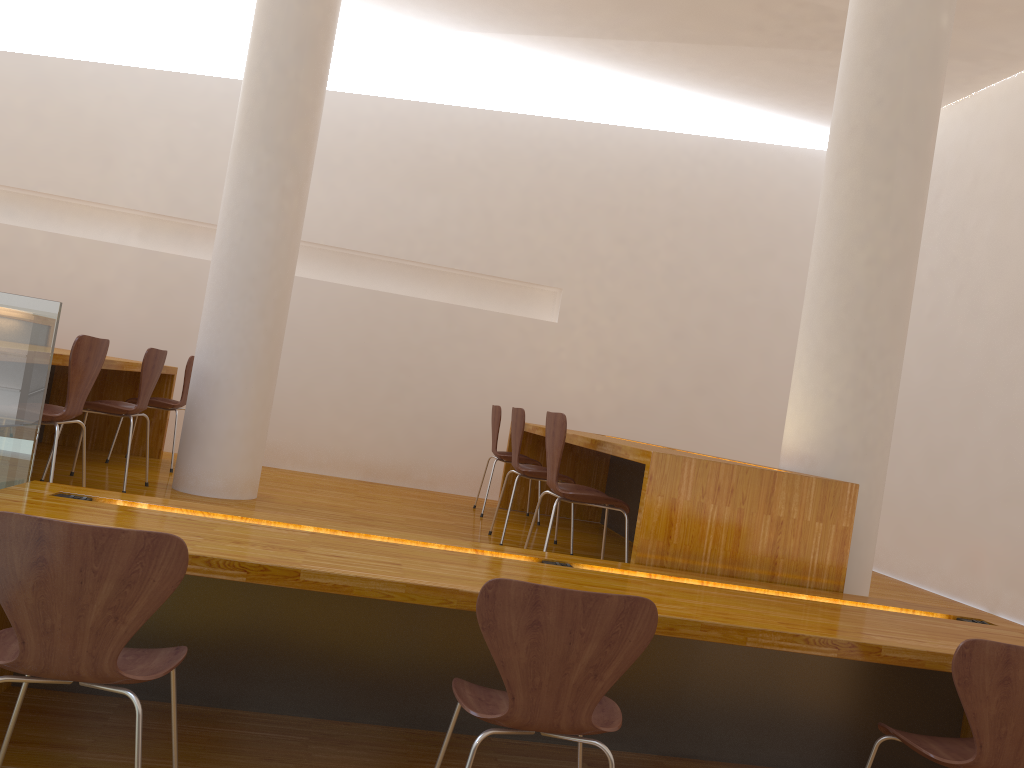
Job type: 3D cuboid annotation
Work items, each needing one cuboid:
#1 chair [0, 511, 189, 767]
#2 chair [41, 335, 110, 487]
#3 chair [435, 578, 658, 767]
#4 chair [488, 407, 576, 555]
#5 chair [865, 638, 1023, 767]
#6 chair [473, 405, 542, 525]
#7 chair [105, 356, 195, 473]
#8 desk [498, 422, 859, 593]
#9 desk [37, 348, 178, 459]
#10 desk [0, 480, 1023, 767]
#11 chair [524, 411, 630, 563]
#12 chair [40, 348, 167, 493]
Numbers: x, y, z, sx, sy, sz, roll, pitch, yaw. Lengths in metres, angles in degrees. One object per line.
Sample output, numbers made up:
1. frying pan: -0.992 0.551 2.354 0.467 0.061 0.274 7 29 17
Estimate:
1. chair: -0.900 0.610 1.871 0.428 0.693 0.381 9 -2 -8
2. chair: -1.785 0.137 3.292 0.381 0.693 0.428 9 -2 -8
3. chair: 0.048 0.768 2.013 0.428 0.693 0.381 9 -2 -8
4. chair: 0.143 0.491 4.563 0.381 0.693 0.428 9 -2 -8
5. chair: 1.134 0.951 2.215 0.428 0.693 0.381 9 -2 -8
6. chair: 0.013 0.506 5.675 0.381 0.693 0.428 9 -2 -8
7. chair: -2.136 0.147 5.353 0.381 0.693 0.428 9 -2 -8
8. desk: 0.555 0.599 4.600 0.760 0.606 3.185 9 -2 -8
9. desk: -2.718 -0.034 4.074 1.527 0.785 3.243 9 -2 -8
10. desk: 0.123 0.845 2.517 3.185 0.606 0.760 9 -2 -8
11. chair: 0.288 0.484 3.603 0.381 0.693 0.428 9 -2 -8
12. chair: -1.931 0.145 4.252 0.381 0.693 0.428 9 -2 -8
